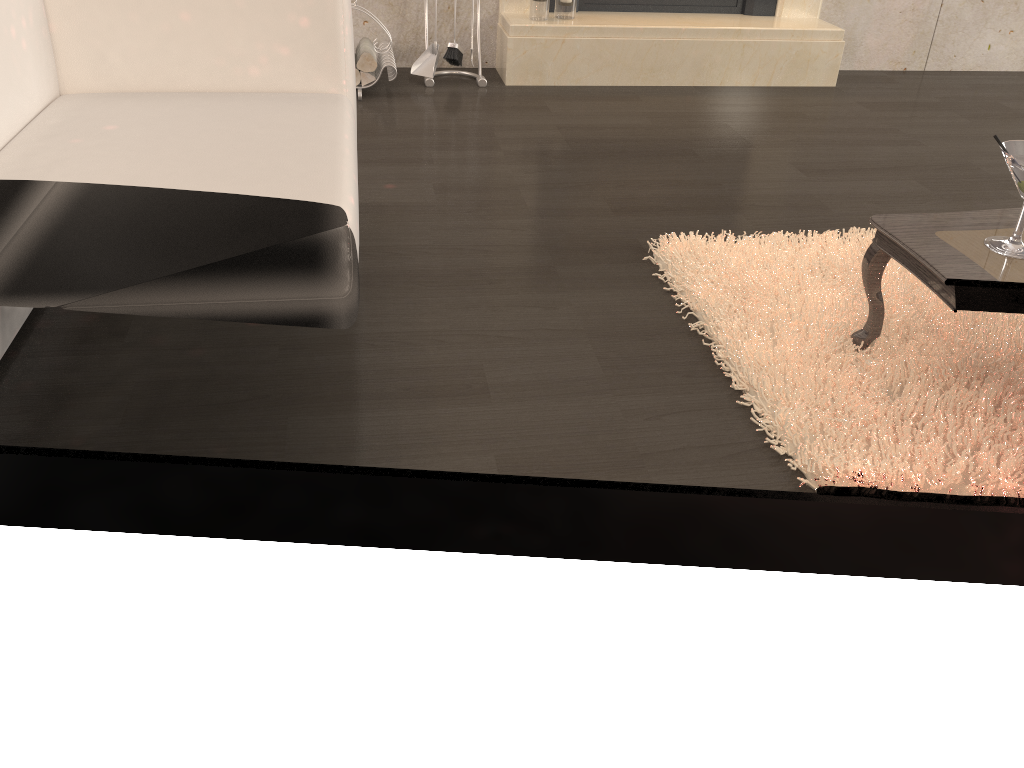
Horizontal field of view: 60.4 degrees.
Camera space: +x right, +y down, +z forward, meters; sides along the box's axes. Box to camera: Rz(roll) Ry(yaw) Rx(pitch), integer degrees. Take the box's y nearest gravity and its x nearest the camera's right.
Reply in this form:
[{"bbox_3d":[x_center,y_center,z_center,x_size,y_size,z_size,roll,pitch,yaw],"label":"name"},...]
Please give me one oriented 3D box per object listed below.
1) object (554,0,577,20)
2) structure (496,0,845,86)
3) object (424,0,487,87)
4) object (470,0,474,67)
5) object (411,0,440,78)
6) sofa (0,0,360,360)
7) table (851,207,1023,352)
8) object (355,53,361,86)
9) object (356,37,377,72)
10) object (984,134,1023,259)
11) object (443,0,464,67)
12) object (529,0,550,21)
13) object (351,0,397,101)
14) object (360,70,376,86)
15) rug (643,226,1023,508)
[{"bbox_3d":[0.233,-1.651,3.791,0.108,0.141,0.113,0,31,-6],"label":"object"},{"bbox_3d":[0.707,-2.038,3.832,1.526,1.274,0.618,-3,30,-10],"label":"structure"},{"bbox_3d":[-0.236,-1.596,3.633,0.263,0.663,0.228,-2,30,-10],"label":"object"},{"bbox_3d":[-0.150,-1.592,3.612,0.027,0.537,0.111,-5,30,-15],"label":"object"},{"bbox_3d":[-0.331,-1.565,3.586,0.117,0.573,0.130,18,32,25],"label":"object"},{"bbox_3d":[-0.676,-0.043,1.171,0.943,0.619,2.926,-2,33,-9],"label":"sofa"},{"bbox_3d":[1.216,-0.001,1.576,0.905,0.288,0.961,-4,33,-10],"label":"table"},{"bbox_3d":[-0.653,-1.278,3.568,0.079,0.073,0.264,-2,33,-9],"label":"object"},{"bbox_3d":[-0.589,-1.331,3.558,0.080,0.075,0.275,-2,33,-9],"label":"object"},{"bbox_3d":[0.969,-0.352,1.645,0.153,0.206,0.157,-17,36,-30],"label":"object"},{"bbox_3d":[-0.233,-1.594,3.627,0.070,0.558,0.143,9,30,11],"label":"object"},{"bbox_3d":[0.118,-1.634,3.723,0.100,0.174,0.102,20,34,27],"label":"object"},{"bbox_3d":[-0.693,-1.401,3.569,0.431,0.361,0.528,-3,32,-9],"label":"object"},{"bbox_3d":[-0.586,-1.272,3.579,0.061,0.056,0.256,-2,33,-9],"label":"object"},{"bbox_3d":[1.227,0.128,1.632,1.509,0.064,2.101,-3,33,-9],"label":"rug"}]
